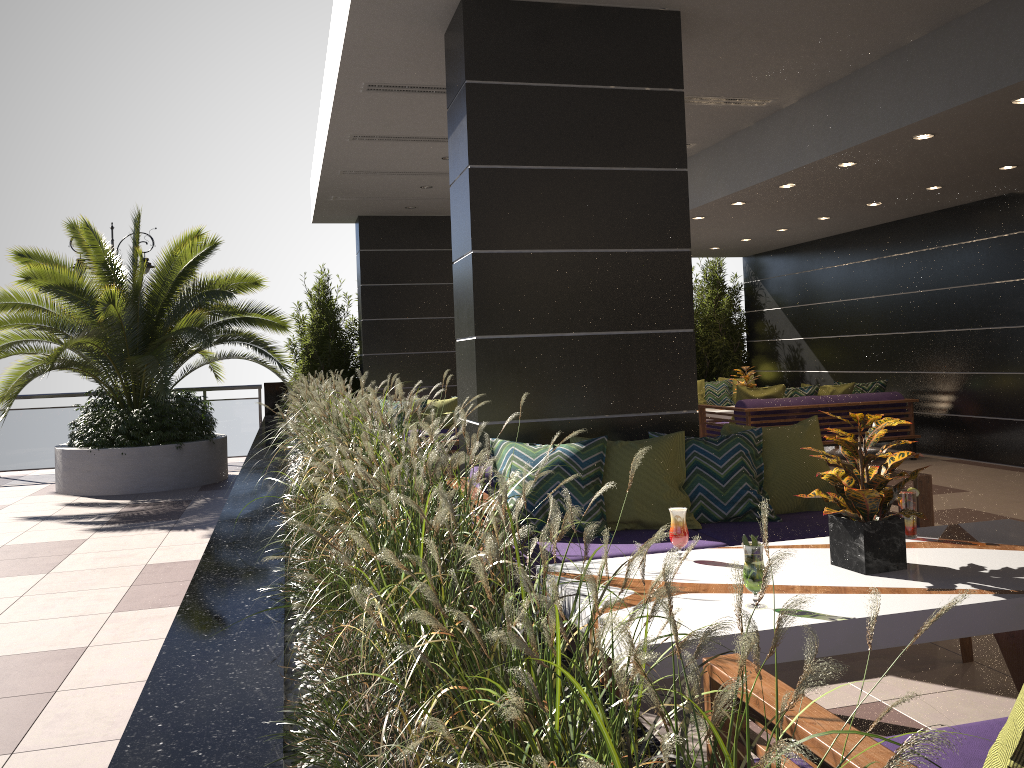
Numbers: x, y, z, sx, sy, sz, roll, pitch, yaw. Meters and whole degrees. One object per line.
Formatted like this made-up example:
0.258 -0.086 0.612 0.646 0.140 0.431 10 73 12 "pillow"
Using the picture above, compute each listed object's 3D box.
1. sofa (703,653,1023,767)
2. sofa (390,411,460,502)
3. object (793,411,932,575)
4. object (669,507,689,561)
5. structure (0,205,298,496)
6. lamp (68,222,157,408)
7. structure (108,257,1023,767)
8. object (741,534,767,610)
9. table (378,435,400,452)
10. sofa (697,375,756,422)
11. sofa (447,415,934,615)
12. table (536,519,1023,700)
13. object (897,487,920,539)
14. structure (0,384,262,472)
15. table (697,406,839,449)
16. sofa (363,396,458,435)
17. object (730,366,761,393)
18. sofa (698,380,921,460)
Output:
1.554 0.735 1.553 2.127 0.921 1.118 -2 0 -14 "sofa"
0.031 0.617 7.539 2.127 0.921 1.118 -2 0 -14 "sofa"
1.180 0.350 2.960 0.430 0.527 0.424 -2 0 -2 "object"
0.600 0.538 3.178 0.069 0.181 0.068 -1 -2 -31 "object"
-4.440 -0.485 10.392 3.747 3.309 3.802 -2 0 28 "structure"
-5.309 -0.511 11.837 1.122 3.334 0.263 -2 -2 -14 "lamp"
3.125 -0.451 2.199 7.820 3.126 24.695 -3 2 -14 "structure"
0.701 0.538 2.560 0.069 0.211 0.068 -1 -2 -31 "object"
-0.291 0.775 8.799 2.038 0.554 0.940 -3 1 -14 "table"
2.691 0.369 12.506 2.127 0.921 1.118 -2 0 -14 "sofa"
0.828 0.679 4.407 2.127 0.921 1.118 -2 0 -14 "sofa"
1.198 0.890 2.951 2.037 0.554 0.940 -3 1 -14 "table"
1.519 0.493 3.377 0.084 0.190 0.067 -2 -1 11 "object"
-7.346 0.977 2.495 12.922 1.060 17.480 -3 2 -14 "structure"
3.036 0.575 11.238 2.037 0.554 0.940 -3 1 -14 "table"
-0.602 0.568 10.026 2.127 0.921 1.118 -2 0 -14 "sofa"
2.971 0.038 11.234 0.430 0.527 0.424 -2 0 3 "object"
3.324 0.418 10.019 2.127 0.921 1.118 -2 0 -14 "sofa"
